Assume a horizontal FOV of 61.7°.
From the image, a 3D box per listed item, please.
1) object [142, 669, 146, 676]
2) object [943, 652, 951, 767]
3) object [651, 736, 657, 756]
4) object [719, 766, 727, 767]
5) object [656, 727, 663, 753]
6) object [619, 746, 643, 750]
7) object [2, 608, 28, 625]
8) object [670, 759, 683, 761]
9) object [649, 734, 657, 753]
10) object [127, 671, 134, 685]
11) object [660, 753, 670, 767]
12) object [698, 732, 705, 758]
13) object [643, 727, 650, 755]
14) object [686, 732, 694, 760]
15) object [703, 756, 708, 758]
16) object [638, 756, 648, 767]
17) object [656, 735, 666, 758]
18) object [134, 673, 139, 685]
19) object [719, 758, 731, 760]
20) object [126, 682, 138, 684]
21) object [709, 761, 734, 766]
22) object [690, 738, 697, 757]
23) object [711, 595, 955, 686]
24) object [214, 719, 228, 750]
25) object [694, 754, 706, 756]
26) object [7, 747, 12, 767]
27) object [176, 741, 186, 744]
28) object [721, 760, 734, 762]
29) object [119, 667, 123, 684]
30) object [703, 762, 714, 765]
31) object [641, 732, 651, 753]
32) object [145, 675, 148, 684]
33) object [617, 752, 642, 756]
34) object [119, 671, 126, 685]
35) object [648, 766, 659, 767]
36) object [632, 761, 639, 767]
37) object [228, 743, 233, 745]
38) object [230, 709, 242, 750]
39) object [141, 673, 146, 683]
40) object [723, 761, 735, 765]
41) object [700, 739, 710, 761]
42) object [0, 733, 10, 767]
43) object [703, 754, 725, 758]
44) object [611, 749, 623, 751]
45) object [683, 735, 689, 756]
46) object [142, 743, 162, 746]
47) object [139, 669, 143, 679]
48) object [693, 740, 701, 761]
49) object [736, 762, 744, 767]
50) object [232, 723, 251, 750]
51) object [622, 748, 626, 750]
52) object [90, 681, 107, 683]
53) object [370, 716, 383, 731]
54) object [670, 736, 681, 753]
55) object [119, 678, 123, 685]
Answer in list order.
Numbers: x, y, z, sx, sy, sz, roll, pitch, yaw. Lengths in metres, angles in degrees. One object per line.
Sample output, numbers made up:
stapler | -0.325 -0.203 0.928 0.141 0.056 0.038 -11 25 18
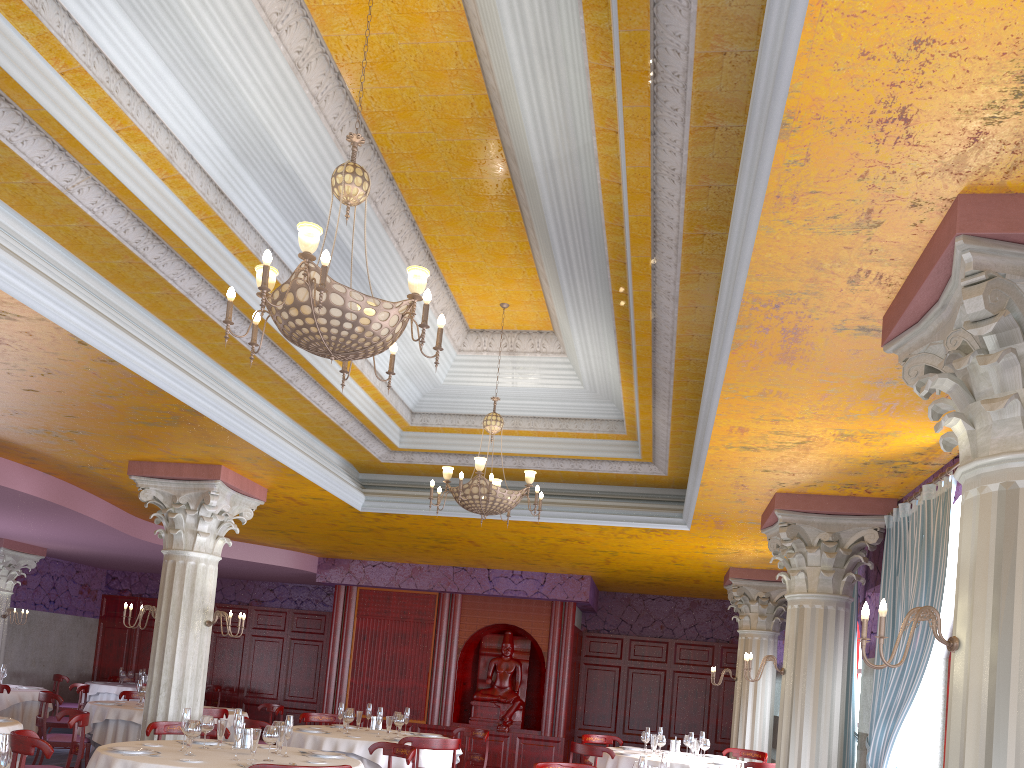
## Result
object | -7.365 5.859 17.127 0.074 0.326 0.076 5 -5 2
object | 3.530 1.908 5.595 0.159 2.452 3.751 4 -14 11
object | 1.739 4.419 10.446 0.086 0.230 0.088 6 -6 -9
object | 1.371 2.667 5.602 0.076 0.326 0.074 10 -7 -43
object | 1.904 4.588 11.034 0.076 0.326 0.074 10 -7 -43
object | 1.564 4.797 11.280 0.312 0.023 0.330 2 -19 10
object | -6.592 4.129 13.275 5.715 1.150 0.363 -10 -14 37
object | 1.914 4.398 10.010 0.164 0.009 0.162 20 -24 -37
object | 1.800 4.599 10.950 0.086 0.230 0.088 6 -6 -9
object | -7.571 5.830 16.991 0.126 0.256 0.123 12 -10 -43
object | 1.126 2.897 6.332 0.075 0.326 0.075 7 -6 -21
object | 2.389 4.547 10.789 0.076 0.326 0.074 10 -7 -43
object | 1.662 4.399 10.550 0.076 0.326 0.074 10 -7 -43
object | 2.148 4.358 10.305 0.076 0.326 0.074 10 -7 -43
object | 2.489 4.776 10.959 0.030 0.010 0.142 15 -21 -29
object | 0.885 2.708 5.847 0.073 0.326 0.076 3 -6 24
object | 1.794 4.375 10.343 0.124 0.256 0.125 8 -8 -21
object | -7.468 5.870 17.043 0.086 0.230 0.088 6 -6 -9
object | 2.719 4.789 10.940 0.239 0.013 0.028 18 -21 -34
object | -7.704 6.069 17.373 0.315 0.023 0.328 8 -19 -9
object | 2.460 4.448 10.036 0.312 0.023 0.330 2 -19 10
object | 2.304 4.622 10.886 0.085 0.230 0.088 1 -8 35
object | 2.388 1.174 3.032 2.086 3.459 30.726 4 -19 11
object | -2.372 2.853 6.971 0.085 0.230 0.088 4 -7 13
object | 2.481 4.872 11.252 0.263 0.019 0.056 16 -21 -30
object | -2.417 1.812 4.004 0.122 0.256 0.127 2 -8 24
object | -2.756 2.989 7.152 0.056 0.019 0.264 14 -21 -27
object | 2.660 4.667 10.597 0.159 0.009 0.166 -6 -22 29
object | -7.606 5.671 16.643 0.074 0.326 0.076 5 -5 2
object | 2.299 4.409 9.948 0.028 0.013 0.238 16 -21 -31
object | 1.697 4.558 10.898 0.122 0.256 0.127 2 -8 24
object | -7.025 5.714 16.475 0.086 0.230 0.088 6 -6 -9
object | 1.394 4.414 10.214 0.312 0.023 0.330 2 -19 10
object | -7.475 5.647 16.436 0.126 0.256 0.123 12 -10 -43
object | 1.023 2.907 6.247 0.085 0.230 0.088 4 -7 13
object | 0.920 2.867 6.195 0.122 0.256 0.127 2 -8 24
object | -2.447 3.102 7.389 0.028 0.013 0.238 16 -21 -31
object | -2.268 2.842 7.055 0.076 0.326 0.074 10 -7 -43
object | -7.219 5.796 16.843 0.145 0.205 0.073 7 -6 -10
object | 2.609 4.515 10.185 0.056 0.019 0.264 14 -21 -27
object | 2.348 4.457 10.436 0.122 0.256 0.127 2 -8 24
object | -2.279 1.719 3.802 0.076 0.326 0.074 10 -7 -43
object | 2.631 4.831 11.102 0.312 0.023 0.330 2 -19 10
object | 1.322 4.604 10.761 0.159 0.009 0.166 -6 -22 29
object | 2.252 4.640 10.991 0.122 0.256 0.126 5 -7 2
object | -2.849 2.858 6.782 0.162 0.009 0.163 16 -22 -28
object | -7.121 5.630 16.398 0.074 0.326 0.076 5 -5 2
object | 2.243 4.442 10.382 0.086 0.230 0.088 6 -6 -9
object | 1.612 2.856 6.087 0.074 0.326 0.076 5 -5 2
object | -2.123 2.779 6.770 0.145 0.205 0.073 7 -6 -10
object | 1.415 4.735 11.131 0.056 0.019 0.264 14 -21 -27
object | -7.875 5.686 16.307 0.315 0.023 0.328 8 -19 -9
object | -1.583 3.952 10.032 0.145 0.205 0.073 7 -6 -10
object | 2.049 4.524 10.749 0.145 0.205 0.073 7 -6 -10
object | -7.529 5.691 16.539 0.086 0.230 0.088 6 -6 -9
